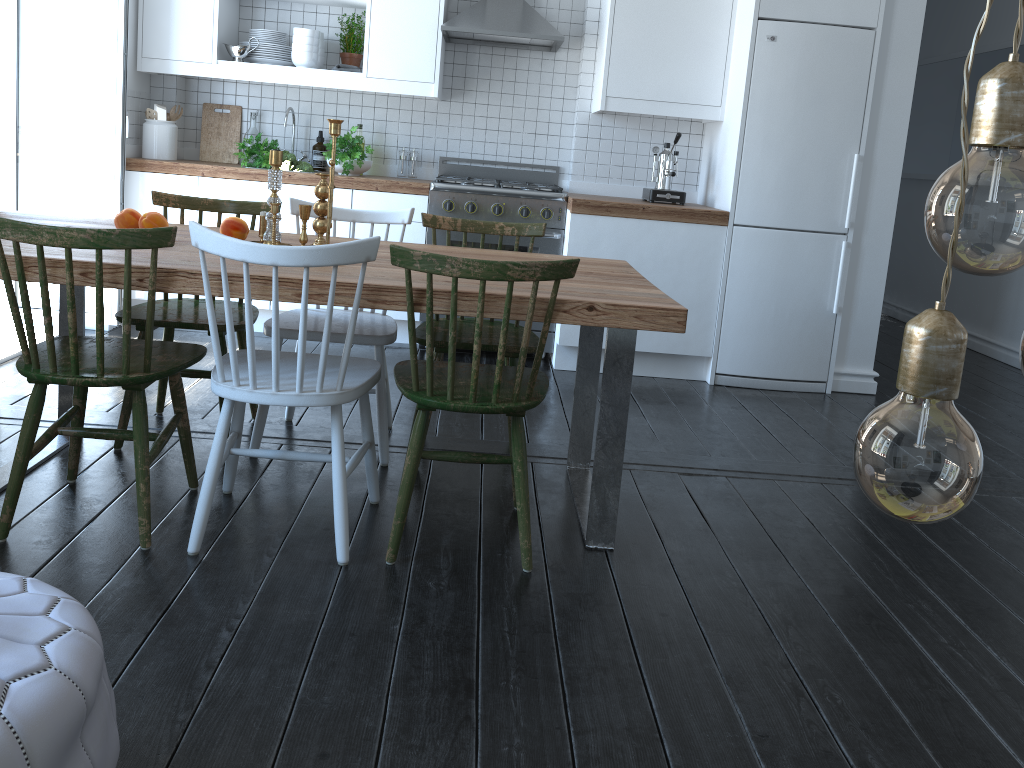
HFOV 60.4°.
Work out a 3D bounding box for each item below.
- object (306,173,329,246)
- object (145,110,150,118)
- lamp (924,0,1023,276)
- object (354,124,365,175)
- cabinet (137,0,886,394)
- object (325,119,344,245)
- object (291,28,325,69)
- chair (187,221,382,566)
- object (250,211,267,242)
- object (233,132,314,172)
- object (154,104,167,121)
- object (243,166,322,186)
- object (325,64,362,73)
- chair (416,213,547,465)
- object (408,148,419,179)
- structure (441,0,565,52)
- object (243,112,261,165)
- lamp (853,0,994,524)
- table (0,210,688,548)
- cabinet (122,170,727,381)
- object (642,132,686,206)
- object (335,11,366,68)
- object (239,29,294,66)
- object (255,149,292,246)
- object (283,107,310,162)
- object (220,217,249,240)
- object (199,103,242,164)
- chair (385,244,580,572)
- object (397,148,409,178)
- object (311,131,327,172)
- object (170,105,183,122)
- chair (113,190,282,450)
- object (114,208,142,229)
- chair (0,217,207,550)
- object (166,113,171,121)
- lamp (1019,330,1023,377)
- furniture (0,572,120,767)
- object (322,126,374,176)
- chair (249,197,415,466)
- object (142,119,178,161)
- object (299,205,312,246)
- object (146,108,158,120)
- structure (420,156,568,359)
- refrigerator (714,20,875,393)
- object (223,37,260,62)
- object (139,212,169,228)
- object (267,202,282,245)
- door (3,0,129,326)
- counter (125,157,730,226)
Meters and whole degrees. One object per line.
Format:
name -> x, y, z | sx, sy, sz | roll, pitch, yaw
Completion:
object -> -0.595, -0.535, 2.757 | 0.101, 0.243, 0.102 | 8, 10, 21
object -> -1.919, -1.337, 4.718 | 0.118, 0.247, 0.061 | 10, 10, 27
lamp -> 0.364, -0.795, 0.463 | 0.074, 1.471, 0.075 | -3, 12, -45
object -> -0.867, -1.327, 4.981 | 0.066, 0.277, 0.067 | 4, 9, -7
cabinet -> -0.131, -1.357, 4.695 | 3.790, 2.332, 0.794 | 5, 9, 2
object -> -0.517, -0.546, 2.509 | 0.113, 0.403, 0.115 | -2, 11, -40
object -> -1.107, -1.814, 4.786 | 0.149, 0.212, 0.316 | 4, 13, -5
chair -> -0.587, -0.007, 2.333 | 0.466, 0.827, 0.520 | 5, 10, -3
object -> -0.793, -0.496, 2.800 | 0.102, 0.112, 0.104 | 2, 12, -16
object -> -1.270, -1.191, 4.733 | 0.469, 0.302, 0.289 | -2, 13, -29
object -> -1.888, -1.358, 4.732 | 0.064, 0.285, 0.143 | 0, 10, -28
object -> -1.251, -1.119, 4.811 | 0.371, 0.109, 0.362 | 4, 14, -2
object -> -0.902, -1.707, 4.788 | 0.245, 0.041, 0.283 | 2, 15, -9
chair -> -0.127, -0.166, 3.126 | 0.467, 0.813, 0.495 | 4, 10, -4
object -> -0.563, -1.257, 5.026 | 0.059, 0.170, 0.060 | 7, 9, 11
structure -> 0.000, -2.480, 4.666 | 0.633, 1.282, 0.539 | 5, 9, -2
object -> -1.474, -1.400, 5.001 | 0.098, 0.312, 0.100 | 5, 9, -3
lamp -> 0.316, -0.642, 0.459 | 0.075, 1.471, 0.090 | 8, 9, 21
table -> -0.708, -0.056, 2.724 | 2.225, 0.704, 1.041 | 4, 13, -2
cabinet -> -0.515, -0.634, 4.818 | 3.186, 0.801, 0.743 | 6, 11, 6
object -> 0.825, -1.133, 4.631 | 0.206, 0.363, 0.361 | 5, 11, -3
object -> -0.881, -1.898, 4.898 | 0.167, 0.359, 0.172 | 11, 11, 34
object -> -1.342, -1.835, 4.832 | 0.300, 0.191, 0.312 | 5, 13, -1
object -> -0.722, -0.555, 2.671 | 0.142, 0.305, 0.141 | 13, 12, 39
object -> -1.209, -1.366, 4.925 | 0.188, 0.346, 0.280 | 0, 12, -26
object -> -0.895, -0.498, 2.840 | 0.089, 0.082, 0.086 | 7, 12, 10
object -> -1.661, -1.429, 5.023 | 0.220, 0.324, 0.041 | 5, 8, -2
chair -> -0.109, 0.028, 2.389 | 0.467, 0.812, 0.495 | 4, 10, -4
object -> -0.626, -1.267, 5.044 | 0.059, 0.170, 0.060 | 7, 9, 11
object -> -1.095, -1.327, 5.017 | 0.085, 0.227, 0.087 | -2, 11, -37
object -> -1.852, -1.363, 4.761 | 0.131, 0.291, 0.057 | 1, 9, -23
chair -> -1.096, -0.234, 3.069 | 0.467, 0.812, 0.495 | 4, 10, -4
object -> -1.195, -0.504, 2.750 | 0.088, 0.088, 0.085 | 2, 11, -12
chair -> -1.077, -0.041, 2.332 | 0.467, 0.813, 0.495 | 4, 10, -4
object -> -1.863, -1.343, 4.766 | 0.051, 0.243, 0.116 | -1, 11, -37
lamp -> 0.421, -0.708, 0.466 | 0.074, 1.471, 0.087 | -2, 11, -41
furniture -> -0.857, 0.518, 1.169 | 0.609, 0.412, 0.629 | 3, 13, -8
object -> -0.884, -1.262, 4.755 | 0.271, 0.264, 0.346 | 2, 12, -12
chair -> -0.617, -0.215, 3.123 | 0.466, 0.827, 0.520 | 5, 10, -3
object -> -1.890, -1.310, 4.728 | 0.174, 0.204, 0.177 | 5, 11, 2
object -> -0.668, -0.505, 2.830 | 0.049, 0.136, 0.050 | 5, 9, -3
object -> -1.925, -1.336, 4.694 | 0.054, 0.258, 0.152 | 1, 11, -27
structure -> -0.105, -0.704, 4.825 | 0.700, 1.001, 0.737 | 5, 10, -3
refrigerator -> 1.381, -0.923, 4.637 | 0.576, 1.770, 0.694 | 5, 9, -3
object -> -1.435, -1.768, 4.660 | 0.210, 0.132, 0.104 | 7, 11, 10
object -> -1.113, -0.492, 2.736 | 0.084, 0.086, 0.092 | 10, 13, 23
object -> -0.680, -0.437, 2.513 | 0.080, 0.157, 0.081 | -4, 13, -45
door -> -2.181, -1.294, 4.288 | 0.585, 1.991, 0.106 | 4, 8, -8
counter -> -0.483, -1.040, 4.700 | 3.097, 0.072, 0.866 | 4, 15, -2
